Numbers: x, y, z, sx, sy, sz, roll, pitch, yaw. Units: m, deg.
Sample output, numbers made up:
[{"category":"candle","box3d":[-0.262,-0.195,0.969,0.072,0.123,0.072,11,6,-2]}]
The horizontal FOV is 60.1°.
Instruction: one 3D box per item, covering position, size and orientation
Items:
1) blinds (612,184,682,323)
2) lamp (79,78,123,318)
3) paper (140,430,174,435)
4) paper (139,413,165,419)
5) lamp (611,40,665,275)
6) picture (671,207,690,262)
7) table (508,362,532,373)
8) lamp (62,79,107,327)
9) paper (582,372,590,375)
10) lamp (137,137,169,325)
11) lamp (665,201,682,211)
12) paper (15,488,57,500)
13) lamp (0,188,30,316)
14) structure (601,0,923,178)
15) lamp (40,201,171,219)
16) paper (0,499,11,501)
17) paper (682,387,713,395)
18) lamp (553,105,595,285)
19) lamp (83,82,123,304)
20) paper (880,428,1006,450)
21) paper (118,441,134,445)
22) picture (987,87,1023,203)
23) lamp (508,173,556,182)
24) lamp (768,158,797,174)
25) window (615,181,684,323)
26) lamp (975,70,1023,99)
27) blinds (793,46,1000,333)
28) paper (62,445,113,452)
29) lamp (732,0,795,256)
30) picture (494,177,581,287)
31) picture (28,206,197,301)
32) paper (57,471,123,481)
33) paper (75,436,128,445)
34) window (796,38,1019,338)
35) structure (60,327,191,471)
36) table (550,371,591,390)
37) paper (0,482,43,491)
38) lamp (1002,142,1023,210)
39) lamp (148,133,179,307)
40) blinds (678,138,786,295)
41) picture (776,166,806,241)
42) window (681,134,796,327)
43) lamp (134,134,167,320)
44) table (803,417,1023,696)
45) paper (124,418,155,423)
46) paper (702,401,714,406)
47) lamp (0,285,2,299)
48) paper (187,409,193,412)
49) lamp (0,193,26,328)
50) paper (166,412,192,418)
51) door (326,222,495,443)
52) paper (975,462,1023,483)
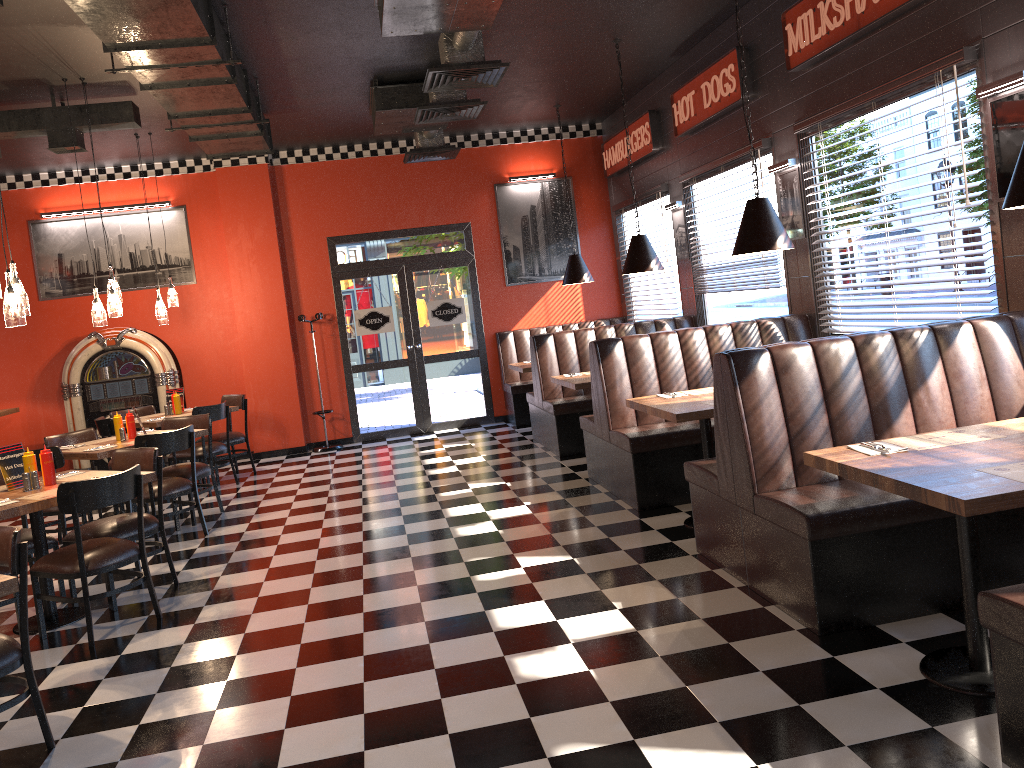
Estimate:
[{"category":"blinds","box3d":[1.564,-1.380,10.347,0.099,1.631,1.872,-7,4,-9]},{"category":"lamp","box3d":[-3.279,-1.504,7.024,0.109,1.961,0.108,-8,3,-27]},{"category":"paper","box3d":[-2.964,0.411,7.429,0.365,0.001,0.262,-3,6,34]},{"category":"paper","box3d":[-3.789,0.335,9.331,0.260,0.001,0.367,-3,7,37]},{"category":"lamp","box3d":[1.041,-2.002,7.824,0.383,2.040,0.382,-8,3,-28]},{"category":"picture","box3d":[1.744,-1.545,9.171,0.012,0.535,0.351,-7,4,-9]},{"category":"table","box3d":[0.907,0.066,10.283,1.693,0.772,0.958,-8,4,-9]},{"category":"lamp","box3d":[-3.389,-1.428,6.993,0.108,1.961,0.109,-7,3,2]},{"category":"paper","box3d":[0.836,-0.118,8.147,0.365,0.001,0.261,-8,5,-7]},{"category":"lamp","box3d":[-3.745,-1.588,9.185,0.109,1.961,0.108,-8,3,-27]},{"category":"lamp","box3d":[1.674,-1.840,9.150,0.081,0.056,0.335,-8,5,-9]},{"category":"paper","box3d":[-2.489,0.590,4.876,0.260,0.001,0.367,-3,6,34]},{"category":"lamp","box3d":[-2.953,-1.362,5.060,0.108,1.961,0.109,-5,3,33]},{"category":"structure","box3d":[2.142,-2.418,5.657,0.120,0.437,11.284,-7,5,-9]},{"category":"lamp","box3d":[-4.771,-2.053,10.432,1.445,0.056,0.081,-8,5,-9]},{"category":"paper","box3d":[-2.922,0.651,4.779,0.365,0.001,0.262,-3,6,34]},{"category":"paper","box3d":[1.325,0.038,5.829,0.365,0.001,0.261,-8,5,-9]},{"category":"lamp","box3d":[0.641,-2.171,10.172,0.381,2.040,0.383,-5,4,39]},{"category":"lamp","box3d":[-3.334,-1.621,7.142,0.108,1.961,0.109,-5,3,37]},{"category":"paper","box3d":[1.678,0.214,3.460,0.365,0.001,0.261,-8,5,-7]},{"category":"paper","box3d":[-2.869,0.440,6.991,0.260,0.001,0.367,-3,6,35]},{"category":"picture","box3d":[2.546,-1.207,4.467,0.012,0.535,0.351,-7,4,-9]},{"category":"lamp","box3d":[0.254,-2.627,11.274,0.611,0.056,0.081,-8,5,-9]},{"category":"lamp","box3d":[2.077,-1.670,6.792,0.081,0.056,0.335,-8,5,-9]},{"category":"window","box3d":[1.640,-1.370,10.370,0.127,1.710,2.031,-7,4,-9]},{"category":"lamp","box3d":[2.477,-1.501,4.445,0.081,0.056,0.335,-8,5,-9]},{"category":"blinds","box3d":[2.363,-1.082,5.633,0.101,1.549,1.872,-7,4,-9]},{"category":"paper","box3d":[-3.320,0.503,6.900,0.365,0.001,0.262,-3,7,37]},{"category":"lamp","box3d":[1.442,-1.833,5.475,0.383,2.040,0.382,-8,3,-28]},{"category":"picture","box3d":[0.347,-1.954,11.340,1.024,1.298,0.016,-8,3,-9]},{"category":"picture","box3d":[-4.713,-1.551,10.484,1.771,0.938,0.023,-8,3,-9]},{"category":"paper","box3d":[-2.557,0.555,5.336,0.365,0.001,0.262,-3,6,34]},{"category":"paper","box3d":[-3.422,0.472,7.367,0.260,0.001,0.367,-3,6,35]},{"category":"window","box3d":[2.443,-1.032,5.662,0.127,1.710,2.031,-7,4,-9]},{"category":"structure","box3d":[-4.495,0.223,10.297,1.295,1.764,0.501,-8,3,-9]},{"category":"table","box3d":[1.310,0.236,7.918,1.693,0.772,0.958,-8,4,-9]},{"category":"paper","box3d":[-3.020,0.621,5.232,0.260,0.001,0.367,-3,7,36]},{"category":"lamp","box3d":[1.844,-1.663,3.117,0.381,2.040,0.383,-5,4,39]},{"category":"lamp","box3d":[-3.608,-1.769,9.100,0.108,1.961,0.109,-6,3,23]},{"category":"blinds","box3d":[1.941,-1.422,7.978,0.100,1.203,1.872,-7,5,-9]},{"category":"picture","box3d":[2.146,-1.376,6.816,0.012,0.535,0.351,-7,4,-9]},{"category":"window","box3d":[2.041,-1.201,8.016,0.127,1.710,2.031,-7,4,-9]},{"category":"lamp","box3d":[-3.717,-1.640,9.064,0.108,1.961,0.109,-5,3,33]},{"category":"table","box3d":[2.113,0.575,3.213,1.693,0.772,0.958,-8,4,-9]},{"category":"paper","box3d":[-3.700,0.366,8.876,0.365,0.001,0.262,-3,6,35]},{"category":"paper","box3d":[1.325,0.097,5.191,0.366,0.001,0.261,-8,5,-12]},{"category":"lamp","box3d":[-3.089,-1.454,5.013,0.109,1.961,0.108,-9,3,-37]},{"category":"paper","box3d":[-3.325,0.270,9.427,0.365,0.001,0.262,-3,6,35]},{"category":"lamp","box3d":[-2.912,-1.296,4.944,0.108,1.961,0.109,-7,3,2]},{"category":"paper","box3d":[-3.265,0.305,8.965,0.260,0.001,0.367,-3,6,35]},{"category":"door","box3d":[-1.248,-0.655,11.106,1.802,2.567,0.128,-8,3,-9]},{"category":"paper","box3d":[1.722,0.269,2.814,0.365,0.001,0.261,-8,5,-7]}]
